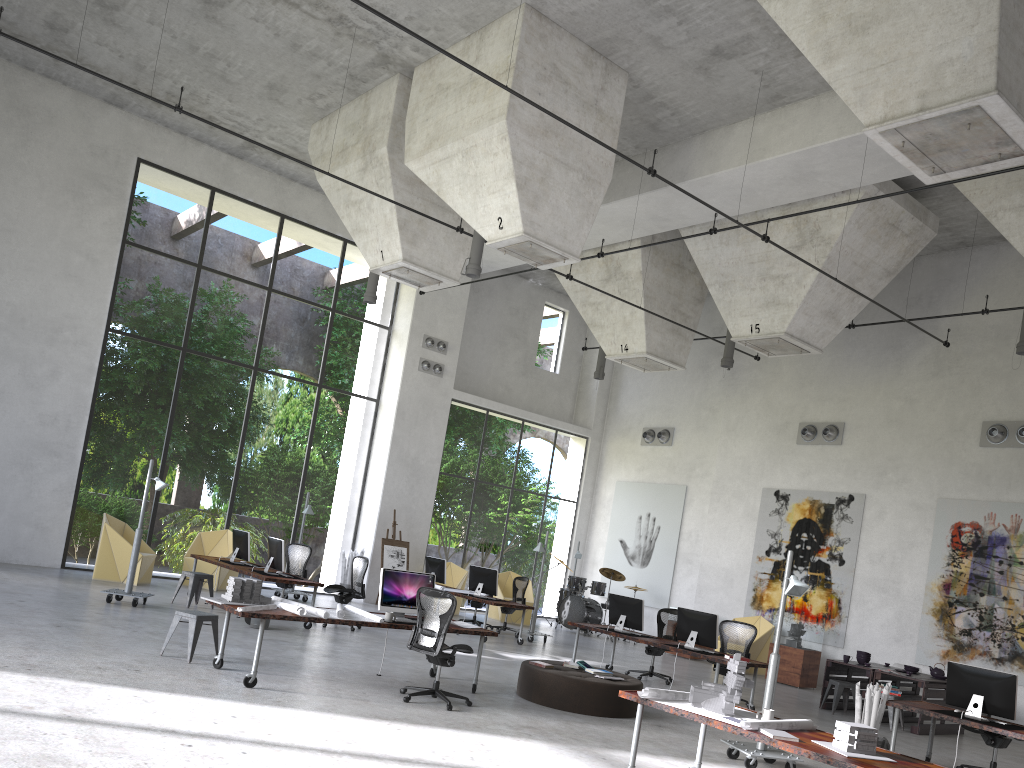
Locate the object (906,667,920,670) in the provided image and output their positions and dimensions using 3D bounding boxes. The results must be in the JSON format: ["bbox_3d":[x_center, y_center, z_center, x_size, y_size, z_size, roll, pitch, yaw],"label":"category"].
[{"bbox_3d":[6.305,4.495,13.855,0.232,0.062,0.228,18,-13,-42],"label":"object"}]

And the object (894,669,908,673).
[{"bbox_3d":[6.077,4.477,13.691,0.238,0.019,0.233,19,-14,-42],"label":"object"}]

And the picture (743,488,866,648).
[{"bbox_3d":[5.894,3.665,17.913,0.021,2.994,2.346,11,-6,-38],"label":"picture"}]

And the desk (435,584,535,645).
[{"bbox_3d":[-0.982,4.335,16.748,0.989,0.717,3.122,15,-11,-37],"label":"desk"}]

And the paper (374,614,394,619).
[{"bbox_3d":[-1.441,2.632,9.922,0.491,0.001,0.430,15,-12,-27],"label":"paper"}]

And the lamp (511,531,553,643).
[{"bbox_3d":[0.525,3.904,17.003,0.605,2.135,0.576,12,-4,-38],"label":"lamp"}]

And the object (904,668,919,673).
[{"bbox_3d":[6.298,4.521,13.851,0.228,0.047,0.233,7,-10,11],"label":"object"}]

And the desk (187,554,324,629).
[{"bbox_3d":[-4.231,3.320,14.138,0.979,0.717,3.124,15,-11,-37],"label":"desk"}]

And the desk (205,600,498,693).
[{"bbox_3d":[-1.710,2.894,9.602,3.180,0.717,0.971,17,-11,-38],"label":"desk"}]

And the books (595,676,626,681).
[{"bbox_3d":[1.154,3.457,10.327,0.303,0.031,0.220,14,-11,-23],"label":"books"}]

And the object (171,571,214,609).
[{"bbox_3d":[-4.980,3.233,13.802,0.453,0.527,0.484,5,-8,36],"label":"object"}]

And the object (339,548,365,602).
[{"bbox_3d":[-3.497,4.115,18.984,0.437,1.200,0.419,7,-4,29],"label":"object"}]

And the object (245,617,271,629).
[{"bbox_3d":[-3.639,3.352,12.631,0.395,0.296,0.300,2,-10,45],"label":"object"}]

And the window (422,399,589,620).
[{"bbox_3d":[-0.101,3.269,21.786,4.634,4.852,0.020,14,-5,-39],"label":"window"}]

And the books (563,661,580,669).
[{"bbox_3d":[0.736,3.475,10.866,0.197,0.034,0.289,8,-10,8],"label":"books"}]

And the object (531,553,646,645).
[{"bbox_3d":[1.884,5.059,20.919,2.953,1.728,1.917,3,-9,36],"label":"object"}]

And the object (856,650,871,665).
[{"bbox_3d":[5.586,4.354,13.964,0.217,0.212,0.192,14,-8,-37],"label":"object"}]

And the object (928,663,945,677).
[{"bbox_3d":[6.673,4.488,13.767,0.215,0.230,0.217,15,-8,-40],"label":"object"}]

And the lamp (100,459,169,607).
[{"bbox_3d":[-5.469,2.165,12.887,0.598,2.135,0.582,10,-3,-6],"label":"lamp"}]

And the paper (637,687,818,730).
[{"bbox_3d":[1.684,2.544,6.882,0.993,0.104,1.071,19,-14,-42],"label":"paper"}]

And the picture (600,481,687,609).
[{"bbox_3d":[3.214,3.966,21.911,0.021,2.994,2.328,11,-6,-38],"label":"picture"}]

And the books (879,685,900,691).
[{"bbox_3d":[5.536,4.466,12.900,0.253,0.032,0.178,7,-10,12],"label":"books"}]

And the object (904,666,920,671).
[{"bbox_3d":[6.301,4.506,13.851,0.233,0.062,0.227,18,-13,-42],"label":"object"}]

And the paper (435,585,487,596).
[{"bbox_3d":[-1.064,3.951,16.944,1.089,0.104,0.978,15,-12,-28],"label":"paper"}]

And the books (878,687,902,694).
[{"bbox_3d":[5.534,4.499,12.895,0.285,0.033,0.200,11,-10,-7],"label":"books"}]

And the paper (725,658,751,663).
[{"bbox_3d":[3.023,3.703,11.766,0.288,0.001,0.214,2,-12,33],"label":"paper"}]

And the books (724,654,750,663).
[{"bbox_3d":[3.002,3.668,11.741,0.286,0.052,0.205,10,-10,-6],"label":"books"}]

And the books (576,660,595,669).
[{"bbox_3d":[0.910,3.481,10.837,0.203,0.102,0.147,3,-10,36],"label":"books"}]

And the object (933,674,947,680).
[{"bbox_3d":[6.591,4.512,13.504,0.227,0.047,0.234,4,-11,29],"label":"object"}]

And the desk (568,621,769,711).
[{"bbox_3d":[2.151,4.124,12.839,0.989,0.717,3.122,15,-11,-37],"label":"desk"}]

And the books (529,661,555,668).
[{"bbox_3d":[0.354,3.351,10.494,0.253,0.032,0.178,0,-14,42],"label":"books"}]

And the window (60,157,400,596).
[{"bbox_3d":[-5.412,0.296,18.204,6.054,7.785,0.067,14,-5,-39],"label":"window"}]

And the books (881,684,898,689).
[{"bbox_3d":[5.544,4.439,12.900,0.204,0.025,0.146,8,-10,7],"label":"books"}]

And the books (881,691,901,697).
[{"bbox_3d":[5.529,4.532,12.894,0.283,0.034,0.201,8,-10,7],"label":"books"}]

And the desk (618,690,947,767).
[{"bbox_3d":[2.151,2.903,6.234,0.989,0.717,3.122,15,-11,-37],"label":"desk"}]

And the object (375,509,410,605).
[{"bbox_3d":[-2.590,3.786,19.036,0.704,2.127,0.680,12,-4,-37],"label":"object"}]

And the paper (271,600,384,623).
[{"bbox_3d":[-1.969,2.394,9.311,1.093,0.104,0.974,17,-13,-38],"label":"paper"}]

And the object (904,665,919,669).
[{"bbox_3d":[6.301,4.482,13.858,0.233,0.057,0.228,17,-13,-38],"label":"object"}]

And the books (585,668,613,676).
[{"bbox_3d":[1.053,3.481,10.616,0.288,0.033,0.198,14,-11,-25],"label":"books"}]

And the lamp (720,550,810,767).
[{"bbox_3d":[2.600,2.708,8.686,0.583,2.135,0.597,10,-3,-13],"label":"lamp"}]

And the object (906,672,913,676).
[{"bbox_3d":[5.949,4.344,13.171,0.137,0.056,0.119,5,-10,27],"label":"object"}]

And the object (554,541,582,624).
[{"bbox_3d":[1.547,5.077,22.421,0.580,2.135,0.600,10,-3,-3],"label":"object"}]

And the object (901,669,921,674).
[{"bbox_3d":[6.296,4.542,13.852,0.293,0.024,0.301,4,-12,29],"label":"object"}]

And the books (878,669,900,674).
[{"bbox_3d":[5.733,4.354,13.339,0.303,0.030,0.227,6,-11,19],"label":"books"}]

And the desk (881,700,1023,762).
[{"bbox_3d":[5.400,3.917,8.845,0.979,0.717,3.124,15,-11,-37],"label":"desk"}]

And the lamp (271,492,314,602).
[{"bbox_3d":[-4.195,3.193,17.323,0.587,2.135,0.592,12,-4,-38],"label":"lamp"}]

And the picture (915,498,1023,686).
[{"bbox_3d":[8.208,3.515,15.054,0.021,2.994,2.209,11,-5,-38],"label":"picture"}]

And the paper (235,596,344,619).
[{"bbox_3d":[-2.169,2.342,9.186,0.891,0.102,1.959,9,-10,1],"label":"paper"}]

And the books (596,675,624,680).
[{"bbox_3d":[1.153,3.454,10.353,0.301,0.039,0.223,10,-10,-4],"label":"books"}]

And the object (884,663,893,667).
[{"bbox_3d":[6.165,4.609,14.412,0.139,0.056,0.117,13,-10,-23],"label":"object"}]
